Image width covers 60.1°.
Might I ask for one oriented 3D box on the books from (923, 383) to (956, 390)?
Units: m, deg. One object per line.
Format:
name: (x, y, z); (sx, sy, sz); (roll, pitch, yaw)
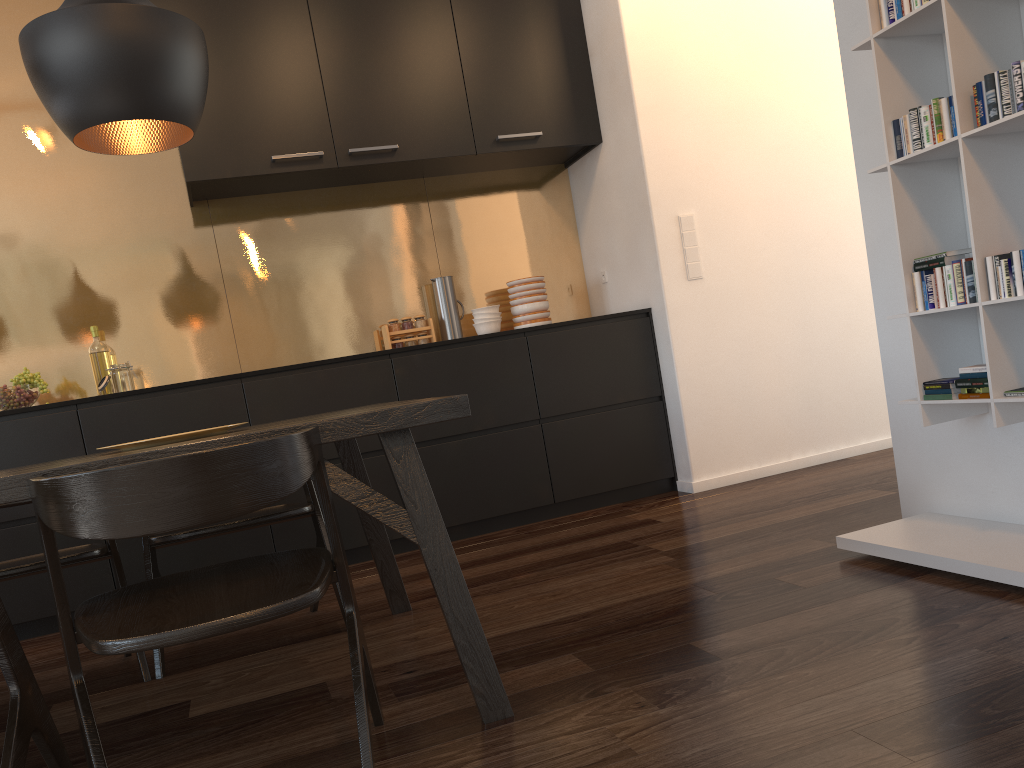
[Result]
books: (1.148, 0.002, 2.335); (0.069, 0.015, 0.092); (-10, 1, -18)

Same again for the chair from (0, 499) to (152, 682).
chair: (-1.454, 0.594, 2.654); (0.590, 0.675, 0.519); (-11, 4, -19)

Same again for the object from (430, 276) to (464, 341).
object: (-0.312, -0.371, 4.491); (0.164, 0.342, 0.114); (-11, 5, -14)

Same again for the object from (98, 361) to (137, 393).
object: (-1.734, -0.019, 3.890); (0.175, 0.152, 0.088); (-12, 5, -40)

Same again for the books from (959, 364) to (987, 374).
books: (1.182, -0.040, 2.213); (0.069, 0.014, 0.092); (-10, 1, -18)

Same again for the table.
table: (-1.370, 0.585, 1.984); (2.490, 0.683, 1.106); (-10, 2, -17)

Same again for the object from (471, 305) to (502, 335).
object: (-0.123, -0.312, 4.494); (0.158, 0.161, 0.153); (-9, 3, 11)

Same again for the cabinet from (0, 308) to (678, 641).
cabinet: (-1.741, 0.519, 3.833); (5.043, 0.905, 0.732); (-10, 3, -17)

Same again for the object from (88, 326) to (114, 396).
object: (-1.863, -0.094, 4.014); (0.092, 0.341, 0.091); (-6, 6, 39)

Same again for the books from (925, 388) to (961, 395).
books: (1.152, 0.015, 2.335); (0.069, 0.014, 0.092); (-10, 1, -18)

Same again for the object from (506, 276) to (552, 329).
object: (0.090, -0.403, 4.536); (0.196, 0.266, 0.198); (-13, 5, -43)

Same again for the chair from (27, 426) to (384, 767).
chair: (-0.548, 0.453, 1.644); (0.590, 0.675, 0.519); (-11, 4, -19)

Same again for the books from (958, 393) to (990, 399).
books: (1.192, 0.026, 2.226); (0.068, 0.016, 0.107); (-10, 1, -18)

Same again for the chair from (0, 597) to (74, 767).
chair: (-1.122, 0.556, 1.463); (0.591, 0.675, 0.519); (-11, 4, -17)

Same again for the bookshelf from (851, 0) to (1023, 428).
bookshelf: (1.111, -0.936, 2.101); (0.226, 2.087, 0.638); (-11, 5, -18)

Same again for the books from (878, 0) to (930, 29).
books: (1.068, -0.981, 2.086); (0.122, 0.113, 0.467); (-11, 1, -18)

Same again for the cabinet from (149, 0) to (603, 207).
cabinet: (-0.629, -1.532, 4.217); (1.947, 1.056, 0.531); (-10, 4, -17)

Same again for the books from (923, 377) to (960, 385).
books: (1.150, -0.008, 2.329); (0.068, 0.009, 0.107); (-10, 1, -18)

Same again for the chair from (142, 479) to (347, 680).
chair: (-0.884, 0.492, 2.833); (0.590, 0.675, 0.519); (-11, 4, -18)

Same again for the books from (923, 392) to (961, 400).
books: (1.154, 0.029, 2.335); (0.074, 0.015, 0.098); (-10, 1, -18)

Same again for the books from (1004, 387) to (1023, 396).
books: (1.260, 0.015, 2.117); (0.093, 0.012, 0.111); (-10, 1, -18)

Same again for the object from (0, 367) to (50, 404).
object: (-2.021, 0.024, 3.590); (0.238, 0.174, 0.178); (-11, 3, -33)

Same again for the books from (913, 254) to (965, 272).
books: (1.114, -0.315, 2.305); (0.068, 0.023, 0.107); (-10, 1, -18)

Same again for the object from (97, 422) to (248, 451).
object: (-0.831, 0.134, 2.180); (0.354, 0.017, 0.355); (-10, 1, -14)

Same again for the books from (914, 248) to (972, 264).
books: (1.127, -0.335, 2.307); (0.093, 0.012, 0.111); (-10, 1, -18)

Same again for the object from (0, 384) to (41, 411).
object: (-2.029, 0.065, 3.603); (0.219, 0.097, 0.217); (-9, 2, 30)

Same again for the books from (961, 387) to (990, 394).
books: (1.189, 0.011, 2.217); (0.069, 0.014, 0.092); (-10, 1, -18)

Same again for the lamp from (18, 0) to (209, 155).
lamp: (-0.951, -0.857, 2.099); (0.412, 0.544, 0.407); (-8, 4, 30)

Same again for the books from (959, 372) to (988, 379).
books: (1.184, -0.026, 2.214); (0.069, 0.014, 0.092); (-10, 1, -18)

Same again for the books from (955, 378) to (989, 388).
books: (1.182, -0.007, 2.222); (0.068, 0.023, 0.107); (-10, 1, -18)

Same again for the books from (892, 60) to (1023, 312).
books: (1.153, -0.461, 2.133); (0.122, 0.514, 0.469); (-11, 4, -18)
